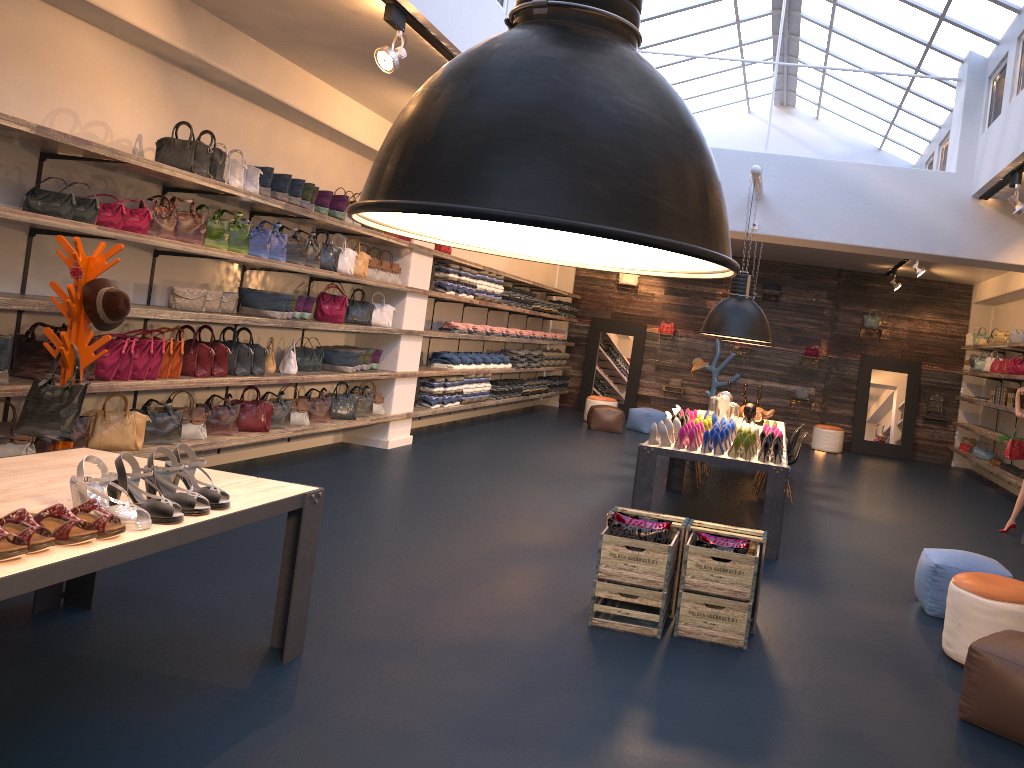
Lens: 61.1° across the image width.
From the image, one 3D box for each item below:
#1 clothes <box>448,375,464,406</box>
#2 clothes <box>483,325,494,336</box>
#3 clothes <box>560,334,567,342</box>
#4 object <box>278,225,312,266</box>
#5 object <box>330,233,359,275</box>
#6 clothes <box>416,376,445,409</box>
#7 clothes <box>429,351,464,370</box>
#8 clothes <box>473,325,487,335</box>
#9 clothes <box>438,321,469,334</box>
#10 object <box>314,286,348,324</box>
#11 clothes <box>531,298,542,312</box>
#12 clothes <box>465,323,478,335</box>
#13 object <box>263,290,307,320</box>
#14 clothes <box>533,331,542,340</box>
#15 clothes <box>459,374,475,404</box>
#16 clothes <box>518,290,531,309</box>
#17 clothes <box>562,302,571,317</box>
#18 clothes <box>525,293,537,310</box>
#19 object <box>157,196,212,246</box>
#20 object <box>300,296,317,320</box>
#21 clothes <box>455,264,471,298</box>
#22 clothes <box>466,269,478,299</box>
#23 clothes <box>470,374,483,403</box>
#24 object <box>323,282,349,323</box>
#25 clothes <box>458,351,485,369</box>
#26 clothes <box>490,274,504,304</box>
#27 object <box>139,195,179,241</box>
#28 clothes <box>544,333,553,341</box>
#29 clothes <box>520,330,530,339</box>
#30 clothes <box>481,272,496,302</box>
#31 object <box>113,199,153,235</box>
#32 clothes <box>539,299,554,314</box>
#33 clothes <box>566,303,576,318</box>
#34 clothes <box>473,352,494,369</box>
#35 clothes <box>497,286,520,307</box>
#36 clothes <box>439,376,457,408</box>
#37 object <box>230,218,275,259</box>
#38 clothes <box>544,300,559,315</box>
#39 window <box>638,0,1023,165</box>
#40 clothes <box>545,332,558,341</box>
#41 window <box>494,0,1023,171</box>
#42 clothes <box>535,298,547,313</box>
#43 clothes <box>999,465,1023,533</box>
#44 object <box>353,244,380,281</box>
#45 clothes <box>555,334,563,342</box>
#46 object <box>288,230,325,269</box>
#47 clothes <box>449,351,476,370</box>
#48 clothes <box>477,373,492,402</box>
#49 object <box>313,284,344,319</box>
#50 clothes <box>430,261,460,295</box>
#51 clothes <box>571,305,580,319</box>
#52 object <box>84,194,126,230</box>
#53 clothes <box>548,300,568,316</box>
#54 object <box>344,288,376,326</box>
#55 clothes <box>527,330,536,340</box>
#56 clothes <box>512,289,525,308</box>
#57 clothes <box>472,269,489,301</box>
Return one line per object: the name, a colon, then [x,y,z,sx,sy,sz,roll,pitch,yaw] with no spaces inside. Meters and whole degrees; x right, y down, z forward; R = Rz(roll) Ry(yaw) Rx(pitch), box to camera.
clothes: [-0.814,0.075,11.638,0.242,0.411,0.334,8,1,21]
clothes: [-0.430,-0.795,12.783,0.313,0.155,0.359,8,3,8]
clothes: [0.922,-0.919,17.154,0.313,0.155,0.359,8,3,8]
object: [-1.942,-1.208,7.546,0.398,0.339,0.204,7,1,-22]
object: [-1.689,-1.262,8.391,0.459,0.386,0.178,6,1,-40]
clothes: [-1.023,0.094,10.965,0.242,0.411,0.334,8,1,21]
clothes: [-0.891,-0.319,11.533,0.412,0.240,0.442,8,3,13]
clothes: [-0.555,-0.782,12.454,0.328,0.159,0.340,10,4,34]
clothes: [-0.777,-0.762,11.739,0.328,0.159,0.340,10,4,34]
object: [-1.767,-0.780,8.501,0.202,0.362,0.265,8,1,39]
clothes: [0.284,-1.378,14.795,0.394,0.251,0.366,9,3,22]
clothes: [-0.651,-0.775,12.067,0.313,0.155,0.359,8,3,8]
object: [-2.116,-0.722,7.978,0.433,0.236,0.171,7,1,-14]
clothes: [0.341,-0.865,15.354,0.328,0.159,0.340,10,4,34]
clothes: [-0.690,0.049,12.009,0.254,0.456,0.353,8,1,27]
clothes: [0.094,-1.368,13.967,0.342,0.299,0.315,8,2,13]
clothes: [0.937,-1.445,16.689,0.364,0.299,0.322,8,2,1]
clothes: [0.195,-1.377,14.293,0.336,0.299,0.321,8,2,19]
object: [-2.369,-1.175,6.227,0.399,0.339,0.203,7,1,-24]
object: [-2.071,-0.731,8.184,0.426,0.236,0.174,7,1,-7]
clothes: [-0.705,-1.344,11.333,0.242,0.411,0.334,8,1,21]
clothes: [-0.629,-1.357,11.665,0.242,0.411,0.334,8,1,21]
clothes: [-0.589,0.040,12.334,0.254,0.456,0.353,8,1,27]
object: [-1.803,-0.830,8.787,0.309,0.411,0.129,8,0,-19]
clothes: [-0.631,-0.343,12.372,0.412,0.240,0.442,8,3,13]
clothes: [-0.293,-1.403,12.719,0.254,0.456,0.353,8,1,27]
object: [-2.446,-1.154,6.026,0.188,0.305,0.375,8,2,4]
clothes: [0.575,-0.886,16.110,0.328,0.159,0.340,10,4,34]
clothes: [0.120,-0.844,14.638,0.328,0.159,0.340,10,4,34]
clothes: [-0.404,-1.392,12.360,0.254,0.456,0.353,8,1,27]
object: [-2.556,-1.115,5.762,0.202,0.243,0.265,9,2,38]
clothes: [0.533,-1.401,15.602,0.394,0.251,0.366,9,3,22]
clothes: [1.037,-1.454,17.014,0.342,0.299,0.315,8,2,13]
clothes: [-0.505,-0.355,12.780,0.412,0.240,0.442,8,3,13]
clothes: [-0.095,-1.348,13.317,0.357,0.299,0.339,8,2,15]
clothes: [-0.891,0.088,11.307,0.242,0.411,0.334,8,1,21]
object: [-2.127,-1.183,7.054,0.173,0.305,0.404,8,2,43]
clothes: [0.657,-1.412,15.995,0.406,0.251,0.356,8,2,10]
window: [1.561,-3.936,4.967,4.186,0.837,19.381,9,4,16]
clothes: [0.701,-0.899,16.438,0.313,0.155,0.359,8,3,8]
window: [2.539,-3.098,8.466,4.338,0.651,11.688,9,4,16]
clothes: [0.407,-1.389,15.188,0.406,0.251,0.356,8,2,10]
clothes: [5.794,1.017,9.664,0.464,1.387,0.345,8,-1,-2]
object: [-1.558,-1.275,9.031,0.413,0.367,0.165,7,1,-37]
clothes: [0.797,-0.906,16.825,0.328,0.159,0.340,10,4,34]
object: [-1.861,-1.215,7.792,0.405,0.339,0.200,6,1,-36]
clothes: [-0.755,-0.332,11.973,0.397,0.240,0.457,9,3,29]
clothes: [-0.478,0.030,12.692,0.254,0.456,0.353,8,1,27]
object: [-1.806,-0.807,8.637,0.211,0.385,0.270,8,1,36]
clothes: [-0.837,-1.338,10.991,0.242,0.411,0.334,8,1,21]
clothes: [1.137,-1.463,17.340,0.336,0.299,0.321,8,2,19]
object: [-2.666,-1.119,5.611,0.202,0.243,0.266,9,2,41]
clothes: [0.847,-1.434,16.364,0.357,0.299,0.339,8,2,15]
object: [-1.642,-0.824,9.224,0.459,0.386,0.177,6,1,-43]
clothes: [0.246,-0.857,14.967,0.313,0.155,0.359,8,3,8]
clothes: [-0.006,-1.358,13.642,0.364,0.299,0.322,8,2,1]
clothes: [-0.504,-1.383,12.035,0.254,0.456,0.353,8,1,27]
